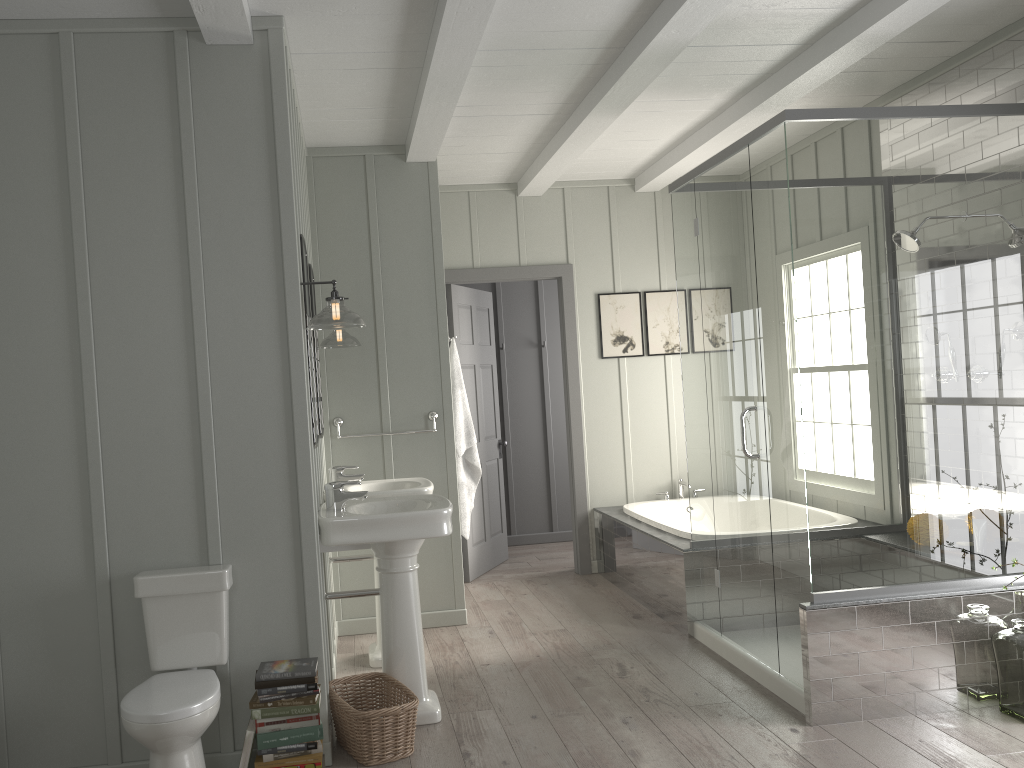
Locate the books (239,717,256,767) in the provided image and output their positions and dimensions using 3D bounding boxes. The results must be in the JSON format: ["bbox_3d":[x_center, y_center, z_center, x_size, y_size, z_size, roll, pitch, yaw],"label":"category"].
[{"bbox_3d":[-0.947,1.325,3.151,0.091,0.235,0.171,-4,0,-10],"label":"books"}]

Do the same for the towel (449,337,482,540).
[{"bbox_3d":[-0.279,0.322,5.310,0.161,1.204,0.320,-4,1,-5],"label":"towel"}]

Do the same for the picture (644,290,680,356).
[{"bbox_3d":[1.108,-0.438,6.314,0.310,0.461,0.012,-4,1,-7],"label":"picture"}]

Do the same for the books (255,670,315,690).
[{"bbox_3d":[-0.812,1.046,3.163,0.204,0.024,0.151,-4,0,-12],"label":"books"}]

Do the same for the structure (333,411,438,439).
[{"bbox_3d":[-0.718,0.235,5.052,0.597,0.123,0.055,-4,1,-7],"label":"structure"}]

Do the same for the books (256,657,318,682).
[{"bbox_3d":[-0.802,1.021,3.164,0.206,0.024,0.151,-4,0,-7],"label":"books"}]

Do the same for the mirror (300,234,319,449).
[{"bbox_3d":[-0.846,-0.173,3.693,0.015,0.884,0.428,-4,1,-11],"label":"mirror"}]

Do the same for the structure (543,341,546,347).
[{"bbox_3d":[0.267,-0.337,7.555,0.019,0.051,0.137,-4,0,-10],"label":"structure"}]

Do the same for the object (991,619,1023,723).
[{"bbox_3d":[1.943,1.077,3.342,0.161,0.361,0.165,-4,1,-10],"label":"object"}]

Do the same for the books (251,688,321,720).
[{"bbox_3d":[-0.806,1.146,3.167,0.233,0.032,0.171,-4,0,-8],"label":"books"}]

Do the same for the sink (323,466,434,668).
[{"bbox_3d":[-0.667,0.913,4.554,0.562,1.013,0.574,-4,0,-9],"label":"sink"}]

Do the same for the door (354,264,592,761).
[{"bbox_3d":[0.251,0.265,3.065,4.221,2.196,7.849,-4,0,-10],"label":"door"}]

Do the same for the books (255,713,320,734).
[{"bbox_3d":[-0.806,1.187,3.174,0.220,0.052,0.157,-4,0,-13],"label":"books"}]

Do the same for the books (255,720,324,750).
[{"bbox_3d":[-0.803,1.240,3.170,0.224,0.053,0.162,-4,0,-18],"label":"books"}]

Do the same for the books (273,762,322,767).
[{"bbox_3d":[-0.794,1.359,3.166,0.220,0.041,0.164,-4,0,-10],"label":"books"}]

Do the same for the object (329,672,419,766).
[{"bbox_3d":[-0.546,1.304,3.451,0.283,0.220,0.478,-4,0,-28],"label":"object"}]

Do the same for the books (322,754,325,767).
[{"bbox_3d":[-0.791,1.404,3.179,0.236,0.049,0.166,-4,0,-11],"label":"books"}]

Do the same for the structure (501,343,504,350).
[{"bbox_3d":[-0.084,-0.315,7.507,0.019,0.051,0.137,-4,0,-10],"label":"structure"}]

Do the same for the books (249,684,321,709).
[{"bbox_3d":[-0.810,1.119,3.166,0.232,0.024,0.149,-4,0,-2],"label":"books"}]

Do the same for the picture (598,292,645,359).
[{"bbox_3d":[0.775,-0.417,6.276,0.310,0.461,0.012,-4,1,-7],"label":"picture"}]

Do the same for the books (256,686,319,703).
[{"bbox_3d":[-0.808,1.095,3.175,0.203,0.025,0.153,-4,0,-19],"label":"books"}]

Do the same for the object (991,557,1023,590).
[{"bbox_3d":[2.062,0.689,3.279,0.510,1.117,0.278,-4,1,-9],"label":"object"}]

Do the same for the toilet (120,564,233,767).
[{"bbox_3d":[-1.119,1.057,2.980,0.329,0.787,0.529,-4,0,-9],"label":"toilet"}]

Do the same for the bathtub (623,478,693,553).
[{"bbox_3d":[1.349,0.904,5.544,1.039,0.490,1.574,-4,0,-9],"label":"bathtub"}]

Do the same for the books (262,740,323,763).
[{"bbox_3d":[-0.796,1.302,3.177,0.203,0.025,0.153,-4,0,-18],"label":"books"}]

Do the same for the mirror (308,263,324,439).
[{"bbox_3d":[-0.997,-0.163,4.503,0.015,0.884,0.428,-4,1,-11],"label":"mirror"}]

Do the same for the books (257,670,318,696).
[{"bbox_3d":[-0.800,1.070,3.164,0.205,0.024,0.151,-4,0,-9],"label":"books"}]

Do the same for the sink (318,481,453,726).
[{"bbox_3d":[-0.517,0.904,3.748,0.562,1.013,0.574,-4,0,-9],"label":"sink"}]

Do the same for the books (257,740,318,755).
[{"bbox_3d":[-0.799,1.278,3.165,0.205,0.024,0.151,-4,0,-8],"label":"books"}]

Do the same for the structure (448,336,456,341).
[{"bbox_3d":[-0.372,-0.271,5.290,0.079,0.056,0.057,-4,0,-8],"label":"structure"}]

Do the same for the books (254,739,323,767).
[{"bbox_3d":[-0.797,1.326,3.168,0.230,0.024,0.150,-4,0,-8],"label":"books"}]
